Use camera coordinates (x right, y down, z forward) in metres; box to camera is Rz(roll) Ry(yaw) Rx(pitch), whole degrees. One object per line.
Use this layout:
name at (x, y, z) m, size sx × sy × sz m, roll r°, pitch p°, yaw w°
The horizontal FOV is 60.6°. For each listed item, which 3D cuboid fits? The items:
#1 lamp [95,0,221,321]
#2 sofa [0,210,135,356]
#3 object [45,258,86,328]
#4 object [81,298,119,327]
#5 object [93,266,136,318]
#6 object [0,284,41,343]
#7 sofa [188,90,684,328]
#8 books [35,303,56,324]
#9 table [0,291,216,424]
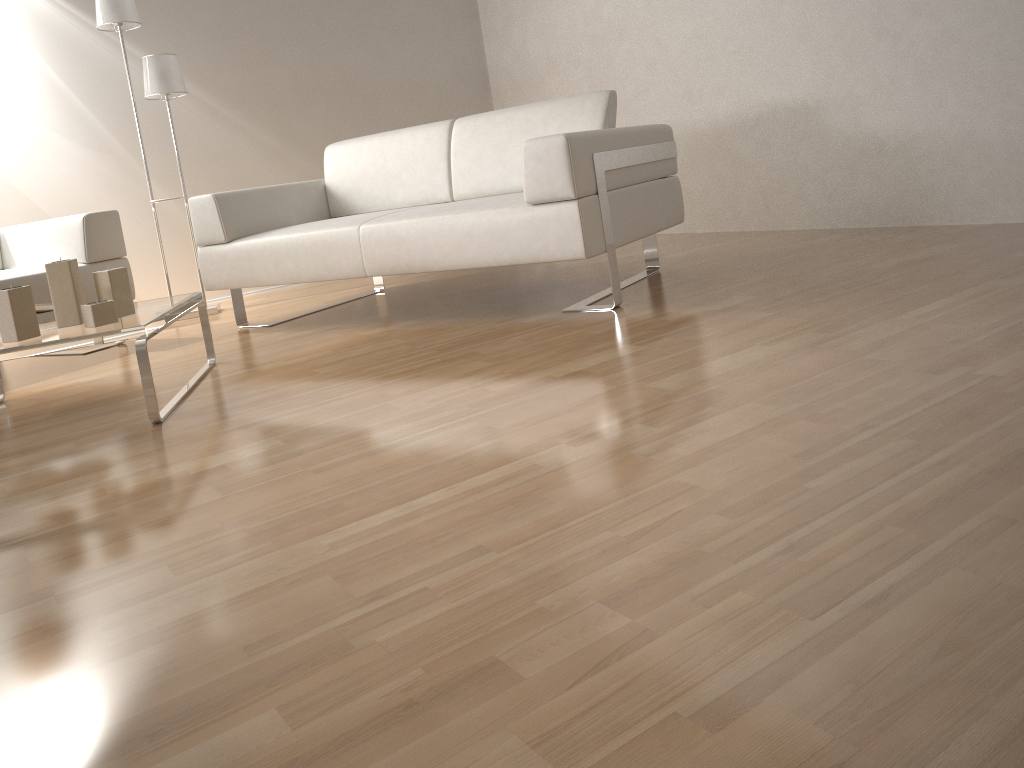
lamp at (-1.754, -1.150, 4.367) m, size 0.367 × 1.642 × 0.210 m, roll -10°, pitch 5°, yaw -13°
sofa at (-2.454, -0.284, 3.202) m, size 0.902 × 0.724 × 1.833 m, roll -2°, pitch 14°, yaw 32°
object at (-1.249, -0.261, 2.457) m, size 0.067 × 0.193 × 0.068 m, roll -10°, pitch 6°, yaw -7°
object at (-1.110, -0.195, 2.355) m, size 0.067 × 0.073 × 0.069 m, roll -1°, pitch 12°, yaw 42°
object at (-1.133, -0.265, 2.492) m, size 0.067 × 0.148 × 0.069 m, roll -5°, pitch 7°, yaw 27°
object at (-1.298, -0.190, 2.292) m, size 0.067 × 0.148 × 0.069 m, roll -5°, pitch 7°, yaw 27°
sofa at (-0.322, -0.687, 3.502) m, size 1.774 × 0.726 × 0.931 m, roll -1°, pitch 13°, yaw 32°
books at (-1.493, -0.211, 2.687) m, size 0.294 × 0.055 × 0.207 m, roll -13°, pitch 14°, yaw -17°
table at (-1.300, -0.042, 2.519) m, size 0.703 × 0.244 × 0.811 m, roll -10°, pitch 13°, yaw -7°
